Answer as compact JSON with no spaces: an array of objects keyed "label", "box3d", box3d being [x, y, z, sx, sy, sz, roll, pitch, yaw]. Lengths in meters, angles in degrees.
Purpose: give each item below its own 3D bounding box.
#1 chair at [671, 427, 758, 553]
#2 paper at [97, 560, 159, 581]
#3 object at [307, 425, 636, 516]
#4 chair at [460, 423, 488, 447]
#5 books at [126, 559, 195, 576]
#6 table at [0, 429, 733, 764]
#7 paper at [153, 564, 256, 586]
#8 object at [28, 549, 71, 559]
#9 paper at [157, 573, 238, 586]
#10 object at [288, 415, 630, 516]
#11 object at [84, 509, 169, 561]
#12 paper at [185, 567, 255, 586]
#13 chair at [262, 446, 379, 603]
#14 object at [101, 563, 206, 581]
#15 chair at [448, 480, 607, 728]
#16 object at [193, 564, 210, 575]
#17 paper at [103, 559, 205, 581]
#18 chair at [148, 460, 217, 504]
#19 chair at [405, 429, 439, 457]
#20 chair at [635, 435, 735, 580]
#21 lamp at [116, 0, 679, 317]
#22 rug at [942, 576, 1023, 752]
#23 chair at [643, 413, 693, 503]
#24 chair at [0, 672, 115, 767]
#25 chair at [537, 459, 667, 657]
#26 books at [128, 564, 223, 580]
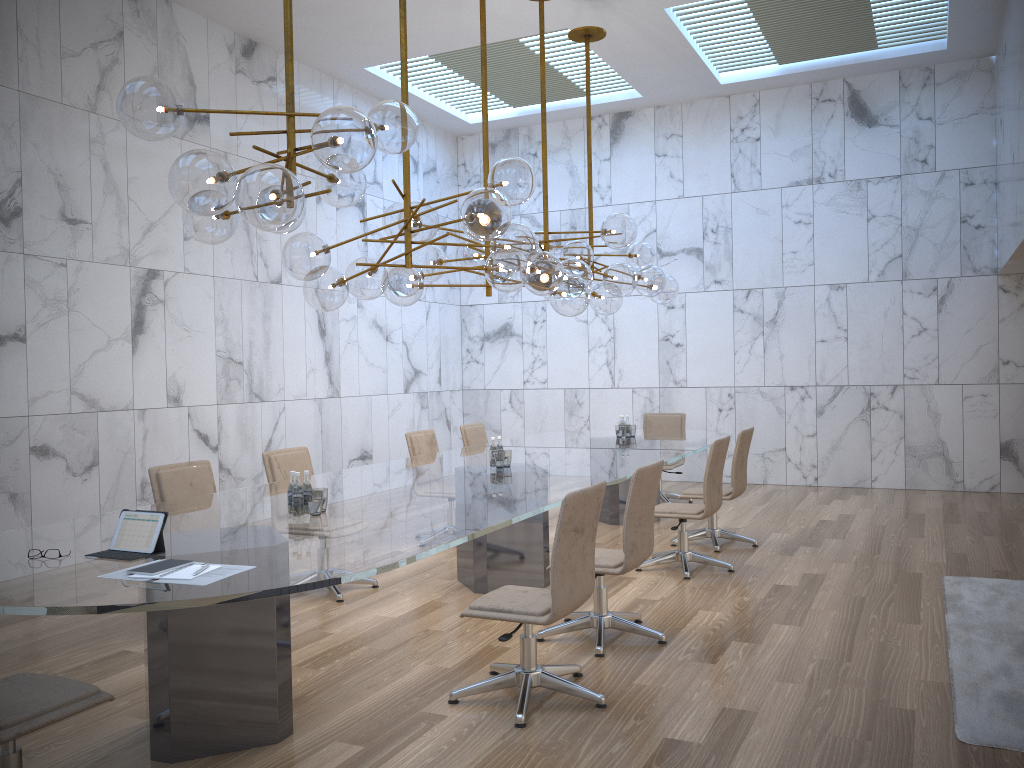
[{"label":"chair","box3d":[1.748,0.876,7.601,0.697,1.000,0.726,-1,1,26]},{"label":"paper","box3d":[-1.295,0.667,3.183,0.210,0.001,0.290,-1,1,23]},{"label":"object","box3d":[0.075,0.527,6.624,0.183,0.117,5.112,-1,1,26]},{"label":"chair","box3d":[-0.146,0.898,8.827,0.697,1.000,0.726,-1,1,25]},{"label":"books","box3d":[-1.259,0.656,3.180,0.126,0.012,0.205,-1,1,22]},{"label":"table","box3d":[-0.078,1.010,6.368,2.092,0.835,7.924,-1,1,25]},{"label":"paper","box3d":[-1.067,0.662,3.094,0.210,0.001,0.290,-1,1,18]},{"label":"object","box3d":[-1.803,0.655,3.460,0.134,0.037,0.096,-1,1,4]},{"label":"paper","box3d":[-1.067,0.663,3.094,0.210,0.001,0.290,-1,1,18]},{"label":"object","box3d":[0.035,0.479,6.657,0.124,0.213,5.189,-1,1,25]},{"label":"object","box3d":[-1.512,0.588,3.468,0.255,0.159,0.205,-1,1,25]},{"label":"paper","box3d":[-1.067,0.664,3.094,0.210,0.001,0.290,-1,1,20]},{"label":"chair","box3d":[-1.366,0.963,6.256,0.697,1.000,0.726,-1,1,25]},{"label":"object","box3d":[-1.281,0.666,3.184,0.210,0.001,0.290,-1,1,23]},{"label":"chair","box3d":[0.102,0.964,4.130,0.697,1.000,0.726,-1,1,26]},{"label":"object","box3d":[-1.092,0.652,3.127,0.011,0.011,0.158,-1,1,0]},{"label":"paper","box3d":[-1.281,0.666,3.184,0.210,0.001,0.290,-1,1,24]},{"label":"chair","box3d":[-1.789,0.985,5.363,0.697,1.000,0.726,-1,1,25]},{"label":"chair","box3d":[-0.575,0.921,7.923,0.697,1.000,0.726,-1,1,25]},{"label":"chair","box3d":[1.323,0.899,6.704,0.697,1.000,0.726,-1,1,26]},{"label":"lamp","box3d":[-0.191,-1.798,6.218,1.557,2.716,5.672,-1,1,25]},{"label":"rug","box3d":[3.015,1.379,4.636,1.320,0.034,3.025,-1,1,25]},{"label":"chair","box3d":[1.657,0.841,10.030,0.726,1.000,0.697,-1,1,26]},{"label":"chair","box3d":[-1.711,1.020,2.947,0.726,1.000,0.697,-1,1,26]},{"label":"chair","box3d":[0.530,0.941,5.032,0.697,1.000,0.726,-1,1,26]},{"label":"books","box3d":[-1.183,0.660,3.128,0.239,0.012,0.205,-1,1,13]}]
